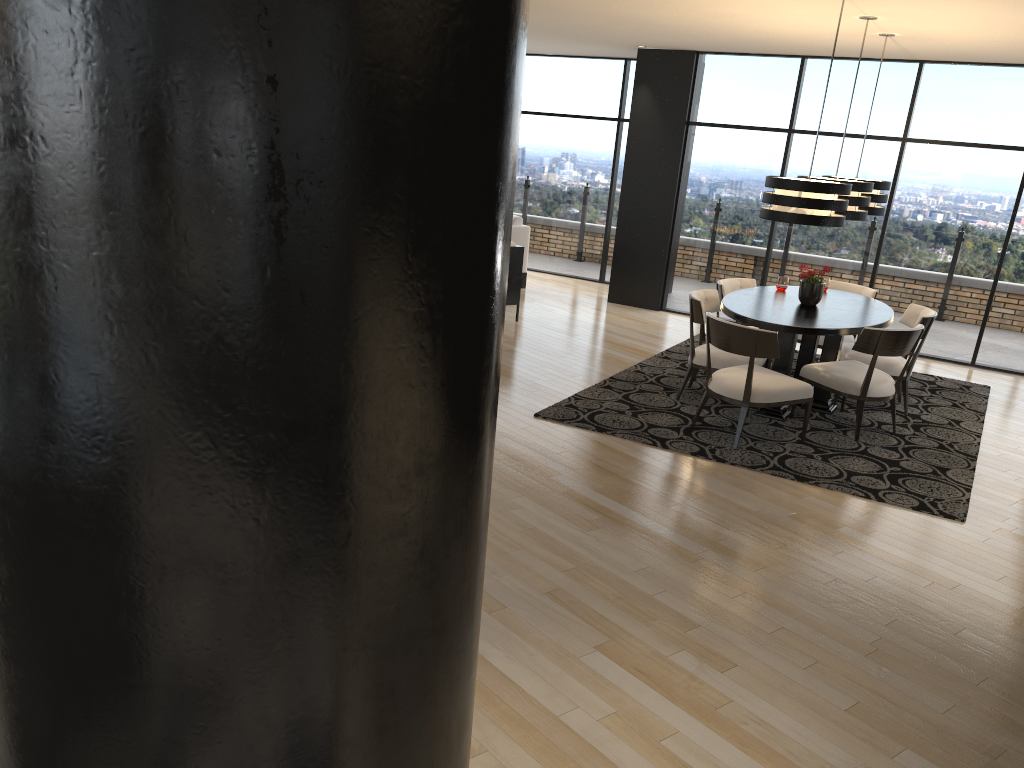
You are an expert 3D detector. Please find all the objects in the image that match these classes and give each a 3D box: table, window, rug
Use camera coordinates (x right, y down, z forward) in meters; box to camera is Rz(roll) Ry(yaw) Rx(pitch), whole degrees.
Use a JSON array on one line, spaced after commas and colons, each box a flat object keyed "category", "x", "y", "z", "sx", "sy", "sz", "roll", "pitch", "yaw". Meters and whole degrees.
[{"category": "table", "x": 2.225, "y": -0.234, "z": 6.848, "sx": 1.196, "sy": 0.792, "sz": 2.067, "roll": 15, "pitch": 19, "yaw": 29}, {"category": "window", "x": -2.566, "y": -2.122, "z": 4.448, "sx": 9.982, "sy": 4.931, "sz": 15.657, "roll": 18, "pitch": 21, "yaw": 35}, {"category": "rug", "x": 2.237, "y": 0.122, "z": 7.030, "sx": 2.691, "sy": 0.011, "sz": 3.650, "roll": 13, "pitch": 18, "yaw": 27}]

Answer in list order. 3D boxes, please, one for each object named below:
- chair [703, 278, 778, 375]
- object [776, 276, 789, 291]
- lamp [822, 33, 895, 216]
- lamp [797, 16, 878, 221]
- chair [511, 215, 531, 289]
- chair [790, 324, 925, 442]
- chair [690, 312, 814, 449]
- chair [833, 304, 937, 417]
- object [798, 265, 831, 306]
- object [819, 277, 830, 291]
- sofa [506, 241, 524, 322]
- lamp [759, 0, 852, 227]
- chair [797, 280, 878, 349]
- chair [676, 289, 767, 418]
[{"category": "chair", "x": 1.978, "y": -0.426, "z": 7.367, "sx": 0.607, "sy": 0.830, "sz": 0.633, "roll": 19, "pitch": 23, "yaw": 36}, {"category": "object", "x": 2.224, "y": -0.826, "z": 7.262, "sx": 0.094, "sy": 0.109, "sz": 0.094, "roll": 19, "pitch": 23, "yaw": 37}, {"category": "lamp", "x": 2.831, "y": -2.056, "z": 7.025, "sx": 0.531, "sy": 1.369, "sz": 0.524, "roll": 15, "pitch": 22, "yaw": 25}, {"category": "lamp", "x": 2.388, "y": -1.879, "z": 6.284, "sx": 0.531, "sy": 1.369, "sz": 0.524, "roll": 15, "pitch": 22, "yaw": 25}, {"category": "chair", "x": -0.431, "y": -1.678, "z": 10.841, "sx": 0.847, "sy": 0.881, "sz": 0.980, "roll": -10, "pitch": 23, "yaw": -38}, {"category": "chair", "x": 2.462, "y": -0.058, "z": 6.250, "sx": 0.639, "sy": 0.830, "sz": 0.601, "roll": -7, "pitch": 22, "yaw": -32}, {"category": "chair", "x": 1.579, "y": -0.029, "z": 5.882, "sx": 0.613, "sy": 0.830, "sz": 0.627, "roll": -7, "pitch": 22, "yaw": -31}, {"category": "chair", "x": 2.887, "y": -0.208, "z": 6.893, "sx": 0.614, "sy": 0.830, "sz": 0.626, "roll": 9, "pitch": 19, "yaw": 13}, {"category": "object", "x": 2.258, "y": -0.752, "z": 6.669, "sx": 0.226, "sy": 0.307, "sz": 0.233, "roll": 16, "pitch": 22, "yaw": 28}, {"category": "object", "x": 2.623, "y": -0.841, "z": 7.433, "sx": 0.095, "sy": 0.109, "sz": 0.092, "roll": 3, "pitch": 19, "yaw": -6}, {"category": "sofa", "x": -0.958, "y": -1.024, "z": 8.534, "sx": 2.016, "sy": 0.828, "sz": 0.820, "roll": -8, "pitch": 22, "yaw": -37}, {"category": "lamp", "x": 1.946, "y": -1.702, "z": 5.542, "sx": 0.531, "sy": 1.369, "sz": 0.524, "roll": 15, "pitch": 22, "yaw": 25}, {"category": "chair", "x": 2.731, "y": -0.465, "z": 7.727, "sx": 0.610, "sy": 0.830, "sz": 0.629, "roll": -11, "pitch": 25, "yaw": -39}, {"category": "chair", "x": 1.583, "y": -0.249, "z": 6.638, "sx": 0.612, "sy": 0.830, "sz": 0.628, "roll": 12, "pitch": 20, "yaw": 20}]
